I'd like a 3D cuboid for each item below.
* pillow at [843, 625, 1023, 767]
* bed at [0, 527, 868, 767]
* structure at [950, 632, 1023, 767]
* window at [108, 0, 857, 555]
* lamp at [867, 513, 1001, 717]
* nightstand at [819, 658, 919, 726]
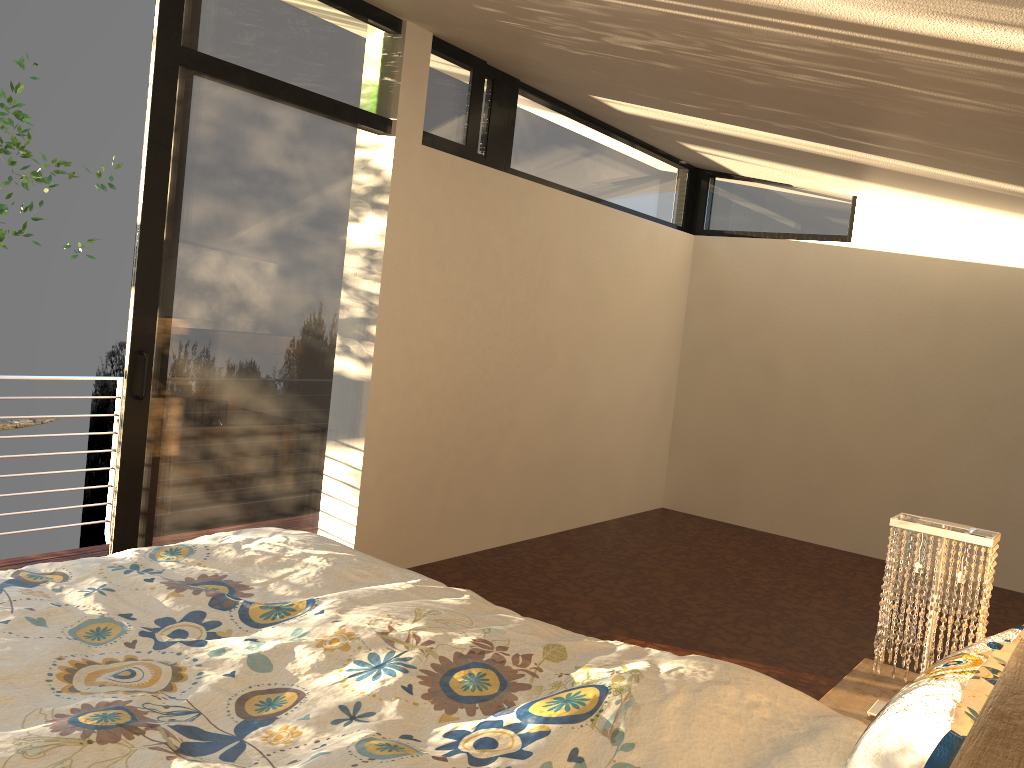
[{"bbox_3d":[0.635,0.596,1.309,0.259,0.404,0.622,9,5,37],"label":"pillow"},{"bbox_3d":[-0.444,0.749,1.475,2.086,0.711,1.889,9,5,35],"label":"bed"},{"bbox_3d":[0.619,0.782,0.902,0.298,0.973,5.985,9,5,36],"label":"structure"},{"bbox_3d":[0.790,0.061,0.450,6.630,2.510,10.653,9,5,35],"label":"window"},{"bbox_3d":[1.062,0.608,2.234,0.239,0.522,0.128,9,4,35],"label":"lamp"},{"bbox_3d":[1.014,1.038,2.258,0.462,0.347,0.801,9,5,35],"label":"nightstand"}]
